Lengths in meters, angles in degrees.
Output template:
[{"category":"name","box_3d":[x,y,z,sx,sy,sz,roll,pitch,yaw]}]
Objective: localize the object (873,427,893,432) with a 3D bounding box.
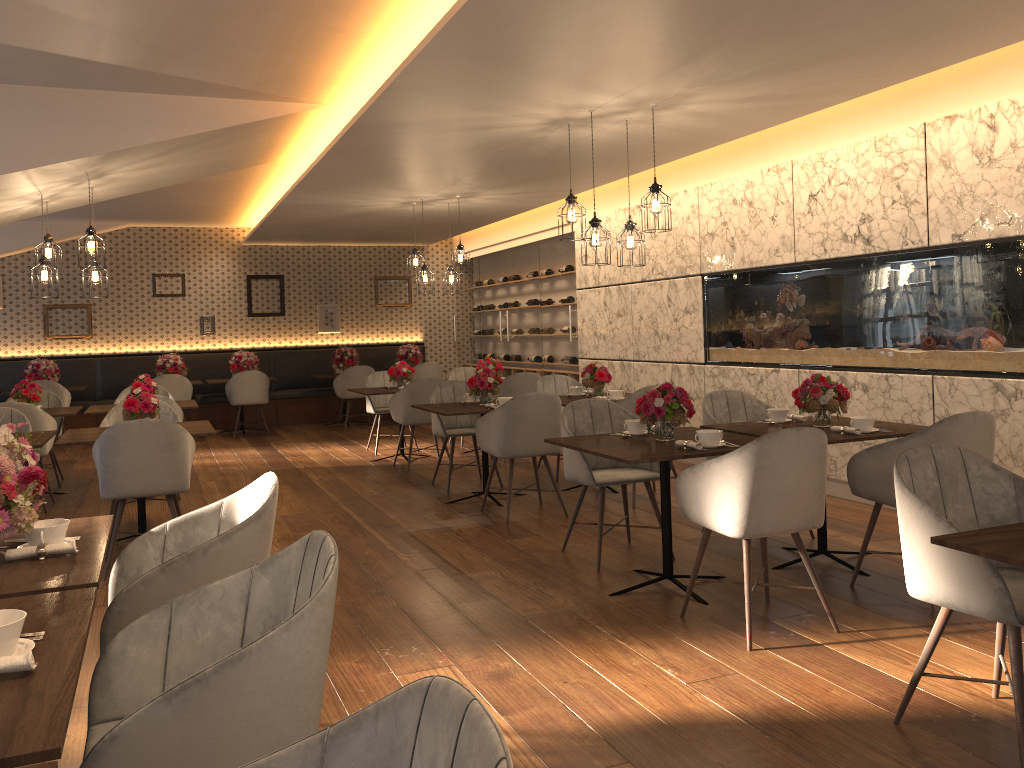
[{"category":"object","box_3d":[1.870,0.227,4.528,0.043,0.015,0.197,-3,4,-26]}]

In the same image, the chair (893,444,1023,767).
[{"category":"chair","box_3d":[1.491,0.648,2.702,0.565,0.872,0.526,-2,1,-22]}]

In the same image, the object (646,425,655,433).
[{"category":"object","box_3d":[0.764,0.240,4.716,0.056,0.039,0.176,-3,4,-22]}]

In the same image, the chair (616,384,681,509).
[{"category":"chair","box_3d":[0.968,0.425,6.512,0.565,0.872,0.526,-2,1,-22]}]

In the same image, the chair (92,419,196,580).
[{"category":"chair","box_3d":[-2.111,0.615,5.106,0.565,0.872,0.526,-2,1,-22]}]

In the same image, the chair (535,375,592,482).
[{"category":"chair","box_3d":[0.484,0.363,7.749,0.565,0.872,0.526,-2,1,-22]}]

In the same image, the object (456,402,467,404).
[{"category":"object","box_3d":[-0.404,0.146,6.999,0.043,0.015,0.197,-3,4,-26]}]

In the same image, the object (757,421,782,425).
[{"category":"object","box_3d":[1.448,0.219,4.965,0.022,0.004,0.211,-3,4,-22]}]

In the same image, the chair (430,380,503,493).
[{"category":"chair","box_3d":[-0.405,0.415,7.389,0.565,0.872,0.526,-2,1,-22]}]

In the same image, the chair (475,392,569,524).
[{"category":"chair","box_3d":[0.079,0.477,6.152,0.565,0.872,0.526,-2,1,-22]}]

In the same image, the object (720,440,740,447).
[{"category":"object","box_3d":[1.018,0.277,4.183,0.043,0.015,0.197,-3,4,-26]}]

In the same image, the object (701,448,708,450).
[{"category":"object","box_3d":[0.844,0.283,4.102,0.025,0.024,0.193,-3,4,-22]}]

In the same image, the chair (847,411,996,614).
[{"category":"chair","box_3d":[1.935,0.544,4.122,0.565,0.872,0.526,-2,1,-22]}]

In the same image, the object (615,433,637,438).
[{"category":"object","box_3d":[0.597,0.269,4.620,0.022,0.004,0.211,-3,4,-22]}]

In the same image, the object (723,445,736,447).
[{"category":"object","box_3d":[0.983,0.285,4.176,0.022,0.004,0.211,-3,4,-22]}]

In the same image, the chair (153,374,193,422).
[{"category":"chair","box_3d":[-4.320,0.304,11.196,0.565,0.872,0.526,-2,1,-22]}]

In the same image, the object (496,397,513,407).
[{"category":"object","box_3d":[-0.045,0.137,6.508,0.148,0.072,0.148,-5,4,-44]}]

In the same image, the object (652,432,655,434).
[{"category":"object","box_3d":[0.736,0.249,4.695,0.025,0.024,0.193,-3,4,-22]}]

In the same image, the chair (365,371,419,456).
[{"category":"chair","box_3d":[-1.334,0.301,9.685,0.565,0.872,0.526,-2,1,-22]}]

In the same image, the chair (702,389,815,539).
[{"category":"chair","box_3d":[1.451,0.482,5.359,0.565,0.872,0.526,-2,1,-22]}]

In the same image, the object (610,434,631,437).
[{"category":"object","box_3d":[0.562,0.265,4.613,0.043,0.015,0.197,-3,4,-26]}]

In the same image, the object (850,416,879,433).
[{"category":"object","box_3d":[1.771,0.206,4.467,0.148,0.072,0.148,-1,3,20]}]

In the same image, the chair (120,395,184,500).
[{"category":"chair","box_3d":[-2.982,0.508,7.261,0.565,0.872,0.526,-2,1,-22]}]

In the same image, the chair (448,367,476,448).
[{"category":"chair","box_3d":[-0.446,0.248,10.045,0.565,0.872,0.526,-2,1,-22]}]

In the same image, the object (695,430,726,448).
[{"category":"object","box_3d":[0.920,0.255,4.123,0.148,0.072,0.148,-1,3,20]}]

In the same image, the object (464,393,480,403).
[{"category":"object","box_3d":[-0.307,0.111,7.059,0.148,0.072,0.148,-5,4,-44]}]

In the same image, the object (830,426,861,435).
[{"category":"object","box_3d":[1.666,0.229,4.424,0.056,0.039,0.176,-3,4,-22]}]

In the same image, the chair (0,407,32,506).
[{"category":"chair","box_3d":[-3.527,0.608,5.966,0.565,0.872,0.526,-2,1,-22]}]

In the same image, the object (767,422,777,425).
[{"category":"object","box_3d":[1.413,0.215,4.958,0.043,0.015,0.197,-3,4,-26]}]

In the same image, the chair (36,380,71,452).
[{"category":"chair","box_3d":[-5.632,0.381,10.664,0.565,0.872,0.526,-2,1,-22]}]

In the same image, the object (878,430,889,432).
[{"category":"object","box_3d":[1.835,0.235,4.521,0.022,0.004,0.211,-3,4,-22]}]

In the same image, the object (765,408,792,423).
[{"category":"object","box_3d":[1.510,0.179,5.018,0.148,0.072,0.148,-1,3,20]}]

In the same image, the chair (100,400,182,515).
[{"category":"chair","box_3d":[-2.638,0.556,6.326,0.565,0.872,0.526,-2,1,-22]}]

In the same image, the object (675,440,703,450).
[{"category":"object","box_3d":[0.815,0.279,4.080,0.056,0.039,0.176,-3,4,-22]}]

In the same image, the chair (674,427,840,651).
[{"category":"chair","box_3d":[1.046,0.596,3.762,0.565,0.872,0.526,-2,1,-22]}]

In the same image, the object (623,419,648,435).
[{"category":"object","box_3d":[0.658,0.229,4.673,0.148,0.072,0.148,-1,3,20]}]

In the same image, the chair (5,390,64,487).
[{"category":"chair","box_3d":[-4.398,0.501,8.120,0.565,0.872,0.526,-2,1,-22]}]

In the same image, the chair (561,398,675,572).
[{"category":"chair","box_3d":[0.562,0.534,4.999,0.565,0.872,0.526,-2,1,-22]}]

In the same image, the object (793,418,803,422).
[{"category":"object","box_3d":[1.587,0.199,5.039,0.025,0.024,0.193,-3,4,-22]}]

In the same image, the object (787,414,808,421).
[{"category":"object","box_3d":[1.616,0.190,5.061,0.056,0.039,0.176,-3,4,-22]}]

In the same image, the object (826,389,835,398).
[{"category":"object","box_3d":[1.656,0.050,4.666,0.048,0.052,0.076,-4,3,-43]}]

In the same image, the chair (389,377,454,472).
[{"category":"chair","box_3d":[-0.850,0.363,8.449,0.565,0.872,0.526,-2,1,-22]}]

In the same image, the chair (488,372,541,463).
[{"category":"chair","box_3d":[0.038,0.310,8.808,0.565,0.872,0.526,-2,1,-22]}]

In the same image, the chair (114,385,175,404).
[{"category":"chair","box_3d":[-3.510,0.449,8.480,0.565,0.872,0.526,-2,1,-22]}]

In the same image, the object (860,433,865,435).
[{"category":"object","box_3d":[1.695,0.233,4.446,0.025,0.024,0.193,-3,4,-22]}]

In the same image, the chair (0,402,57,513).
[{"category":"chair","box_3d":[-3.871,0.560,6.901,0.565,0.872,0.526,-2,1,-22]}]
